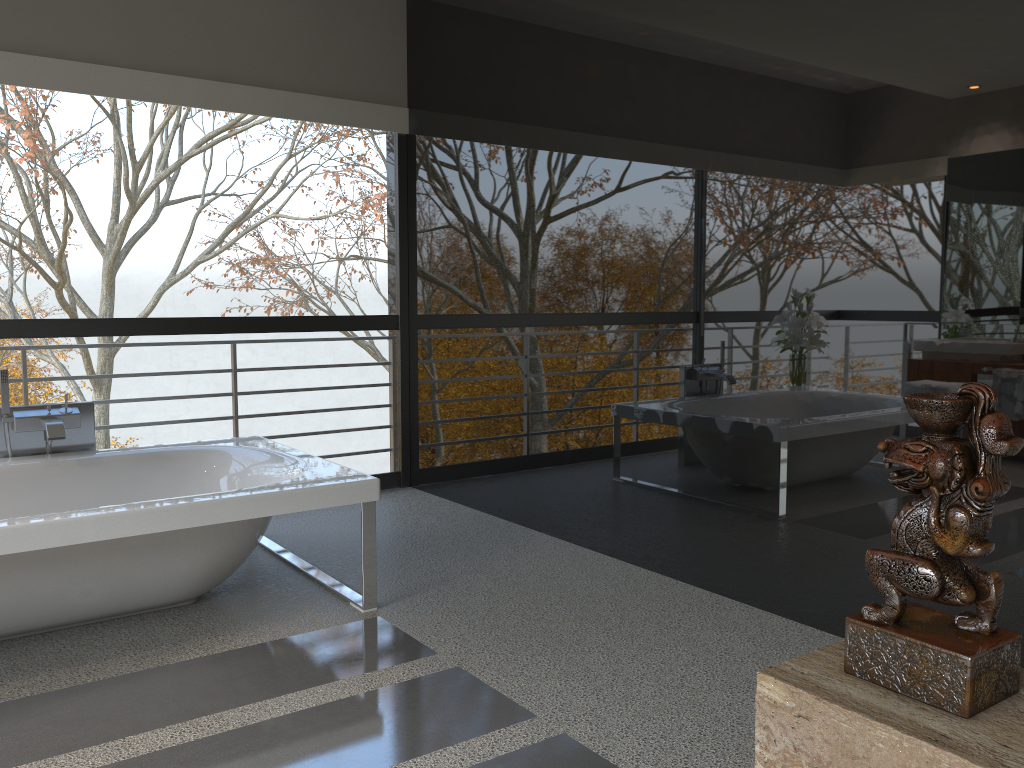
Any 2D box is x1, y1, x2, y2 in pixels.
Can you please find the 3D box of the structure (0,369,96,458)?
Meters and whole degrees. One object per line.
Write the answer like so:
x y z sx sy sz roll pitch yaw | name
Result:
-1.990 0.376 3.830 0.402 0.884 0.330 -4 6 -35 | structure

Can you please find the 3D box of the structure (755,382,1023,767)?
0.525 0.531 1.100 0.292 1.073 0.328 -3 6 -35 | structure

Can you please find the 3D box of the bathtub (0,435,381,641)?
-1.675 0.609 3.329 1.959 0.504 1.328 -4 7 -35 | bathtub
